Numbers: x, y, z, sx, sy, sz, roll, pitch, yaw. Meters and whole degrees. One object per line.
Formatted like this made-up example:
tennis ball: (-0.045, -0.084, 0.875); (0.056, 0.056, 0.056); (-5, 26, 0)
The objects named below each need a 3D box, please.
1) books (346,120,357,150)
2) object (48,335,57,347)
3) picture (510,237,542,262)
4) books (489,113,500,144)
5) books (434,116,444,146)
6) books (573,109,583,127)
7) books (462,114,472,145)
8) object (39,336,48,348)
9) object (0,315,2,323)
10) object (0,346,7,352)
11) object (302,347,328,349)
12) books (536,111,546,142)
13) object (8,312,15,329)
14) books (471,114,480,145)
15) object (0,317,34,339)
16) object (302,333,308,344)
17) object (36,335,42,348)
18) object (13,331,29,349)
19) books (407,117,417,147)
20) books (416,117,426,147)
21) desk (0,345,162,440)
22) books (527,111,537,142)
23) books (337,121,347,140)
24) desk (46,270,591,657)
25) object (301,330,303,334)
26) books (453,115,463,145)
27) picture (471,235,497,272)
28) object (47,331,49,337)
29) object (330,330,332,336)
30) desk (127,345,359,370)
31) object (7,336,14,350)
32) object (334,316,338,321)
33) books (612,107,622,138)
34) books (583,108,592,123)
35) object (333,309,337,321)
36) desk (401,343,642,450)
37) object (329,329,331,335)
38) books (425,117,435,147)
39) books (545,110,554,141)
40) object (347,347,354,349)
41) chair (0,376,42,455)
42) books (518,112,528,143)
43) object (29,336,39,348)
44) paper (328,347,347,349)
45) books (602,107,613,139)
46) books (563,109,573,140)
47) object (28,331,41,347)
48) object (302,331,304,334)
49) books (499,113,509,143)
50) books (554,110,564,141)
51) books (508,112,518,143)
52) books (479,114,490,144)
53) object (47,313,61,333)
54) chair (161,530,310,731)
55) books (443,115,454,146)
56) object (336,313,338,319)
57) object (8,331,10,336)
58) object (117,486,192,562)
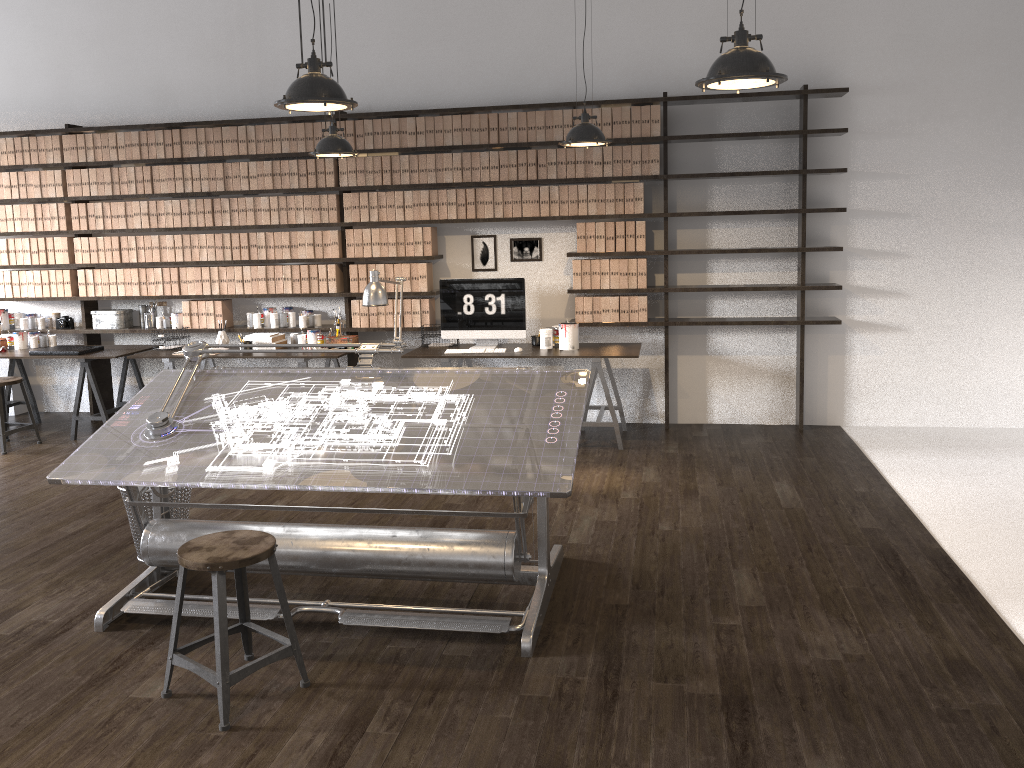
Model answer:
books: (-1.220, -1.916, 6.854); (0.067, 0.224, 0.176); (0, 8, 10)
object: (-3.824, -0.359, 7.372); (0.062, 0.094, 0.062); (-6, 9, -30)
picture: (0.110, -1.047, 6.903); (0.251, 0.182, 0.023); (0, 7, 10)
books: (-0.123, -1.911, 6.657); (0.067, 0.224, 0.176); (0, 8, 10)
books: (-0.533, -1.914, 6.737); (0.067, 0.224, 0.175); (0, 8, 10)
books: (0.495, -1.909, 6.551); (0.067, 0.224, 0.176); (0, 8, 10)
books: (-0.323, -1.912, 6.692); (0.067, 0.224, 0.176); (0, 8, 10)
object: (-3.878, -0.351, 7.333); (0.063, 0.093, 0.063); (-6, 9, -30)
object: (-4.237, -0.479, 7.329); (0.055, 0.191, 0.006); (0, 7, 9)
object: (-4.165, -0.282, 7.140); (0.197, 0.050, 0.133); (7, 13, 39)
object: (-1.476, -0.271, 6.658); (0.197, 0.050, 0.133); (-5, 10, -19)
books: (0.226, -1.909, 6.594); (0.067, 0.224, 0.176); (0, 8, 10)
object: (-4.309, -0.545, 7.623); (0.050, 0.139, 0.051); (-1, 8, 8)
books: (-0.260, -1.912, 6.685); (0.067, 0.224, 0.176); (0, 8, 10)
object: (-4.175, -0.471, 7.446); (0.077, 0.145, 0.347); (3, 11, 32)
object: (-1.623, -0.345, 6.947); (0.045, 0.100, 0.044); (0, 8, 10)
object: (-3.929, -0.355, 7.361); (0.045, 0.100, 0.044); (0, 8, 10)
object: (-4.051, -0.360, 7.304); (0.105, 0.141, 0.105); (-1, 8, 3)
books: (-0.743, -1.914, 6.771); (0.067, 0.224, 0.176); (0, 8, 10)
books: (-0.672, -1.914, 6.756); (0.067, 0.224, 0.176); (0, 8, 10)
desk: (-3.743, 0.061, 7.177); (1.668, 0.665, 0.660); (0, 9, 10)
books: (0.161, -1.911, 6.612); (0.067, 0.224, 0.176); (0, 8, 10)
books: (-1.293, -1.917, 6.873); (0.067, 0.224, 0.176); (0, 8, 10)
desk: (-0.720, 0.213, 3.793); (2.068, 1.378, 1.084); (0, 8, 10)
object: (-1.648, -0.374, 7.002); (0.036, 0.117, 0.005); (1, 8, 16)
books: (-0.394, -1.912, 6.705); (0.067, 0.224, 0.176); (0, 8, 10)
picture: (-0.218, -1.028, 6.966); (0.201, 0.283, 0.022); (0, 7, 10)
object: (-3.886, -0.384, 7.403); (0.036, 0.117, 0.005); (-1, 7, 5)
object: (-1.413, -0.360, 6.869); (0.040, 0.123, 0.005); (-1, 7, 7)
desk: (-2.006, 0.068, 6.866); (1.668, 0.665, 0.660); (0, 9, 10)
object: (-4.123, -0.340, 7.279); (0.049, 0.111, 0.049); (-1, 8, 7)
object: (-1.341, -0.445, 6.798); (0.038, 0.152, 0.008); (-6, 8, -30)
books: (0.774, -1.907, 6.495); (0.067, 0.224, 0.176); (0, 8, 10)
books: (0.564, -1.909, 6.540); (0.067, 0.224, 0.175); (0, 8, 10)
object: (-1.349, -0.471, 6.804); (0.055, 0.212, 0.007); (1, 8, 17)
desk: (0.101, 0.077, 6.488); (1.668, 0.665, 0.660); (0, 9, 10)
object: (-1.418, -0.360, 6.847); (0.040, 0.129, 0.005); (0, 7, 8)
books: (-0.602, -1.914, 6.747); (0.067, 0.224, 0.176); (0, 8, 10)
books: (0.293, -1.910, 6.587); (0.067, 0.224, 0.176); (0, 8, 10)
object: (-1.223, -0.282, 6.698); (0.049, 0.037, 0.049); (1, 9, 14)
chair: (-3.831, 0.229, 6.655); (0.372, 0.524, 0.361); (1, 9, 18)
books: (0.091, -1.911, 6.624); (0.067, 0.224, 0.175); (0, 8, 10)
object: (-3.940, -0.343, 7.300); (0.062, 0.094, 0.062); (-8, 10, -39)
paper: (-1.343, -0.270, 6.656); (0.155, 0.038, 0.138); (3, 11, 25)
books: (0.703, -1.907, 6.508); (0.067, 0.224, 0.176); (0, 8, 10)
books: (0.426, -1.909, 6.559); (0.067, 0.224, 0.176); (0, 8, 10)
object: (-3.985, -0.373, 7.401); (0.095, 0.127, 0.094); (0, 8, 14)
object: (-1.643, -0.370, 7.022); (0.035, 0.102, 0.004); (1, 8, 18)
books: (-0.048, -1.912, 6.650); (0.067, 0.224, 0.176); (0, 8, 10)
books: (0.355, -1.909, 6.574); (0.067, 0.224, 0.176); (0, 8, 10)
books: (0.021, -1.911, 6.632); (0.067, 0.224, 0.175); (0, 8, 10)
books: (-0.195, -1.912, 6.676); (0.067, 0.224, 0.176); (0, 8, 10)
object: (-3.896, -0.519, 7.537); (0.107, 0.160, 0.237); (-5, 10, -24)
chair: (-0.947, 0.800, 2.999); (0.372, 0.524, 0.360); (5, 10, 38)
books: (-0.465, -1.913, 6.721); (0.067, 0.224, 0.175); (0, 8, 10)
object: (-1.339, -0.463, 6.816); (0.006, 0.181, 0.053); (-7, 9, -36)
object: (-4.163, -0.372, 7.344); (0.033, 0.147, 0.005); (0, 7, 11)
object: (-1.721, 0.653, 4.326); (0.353, 0.375, 0.355); (4, 10, 32)
